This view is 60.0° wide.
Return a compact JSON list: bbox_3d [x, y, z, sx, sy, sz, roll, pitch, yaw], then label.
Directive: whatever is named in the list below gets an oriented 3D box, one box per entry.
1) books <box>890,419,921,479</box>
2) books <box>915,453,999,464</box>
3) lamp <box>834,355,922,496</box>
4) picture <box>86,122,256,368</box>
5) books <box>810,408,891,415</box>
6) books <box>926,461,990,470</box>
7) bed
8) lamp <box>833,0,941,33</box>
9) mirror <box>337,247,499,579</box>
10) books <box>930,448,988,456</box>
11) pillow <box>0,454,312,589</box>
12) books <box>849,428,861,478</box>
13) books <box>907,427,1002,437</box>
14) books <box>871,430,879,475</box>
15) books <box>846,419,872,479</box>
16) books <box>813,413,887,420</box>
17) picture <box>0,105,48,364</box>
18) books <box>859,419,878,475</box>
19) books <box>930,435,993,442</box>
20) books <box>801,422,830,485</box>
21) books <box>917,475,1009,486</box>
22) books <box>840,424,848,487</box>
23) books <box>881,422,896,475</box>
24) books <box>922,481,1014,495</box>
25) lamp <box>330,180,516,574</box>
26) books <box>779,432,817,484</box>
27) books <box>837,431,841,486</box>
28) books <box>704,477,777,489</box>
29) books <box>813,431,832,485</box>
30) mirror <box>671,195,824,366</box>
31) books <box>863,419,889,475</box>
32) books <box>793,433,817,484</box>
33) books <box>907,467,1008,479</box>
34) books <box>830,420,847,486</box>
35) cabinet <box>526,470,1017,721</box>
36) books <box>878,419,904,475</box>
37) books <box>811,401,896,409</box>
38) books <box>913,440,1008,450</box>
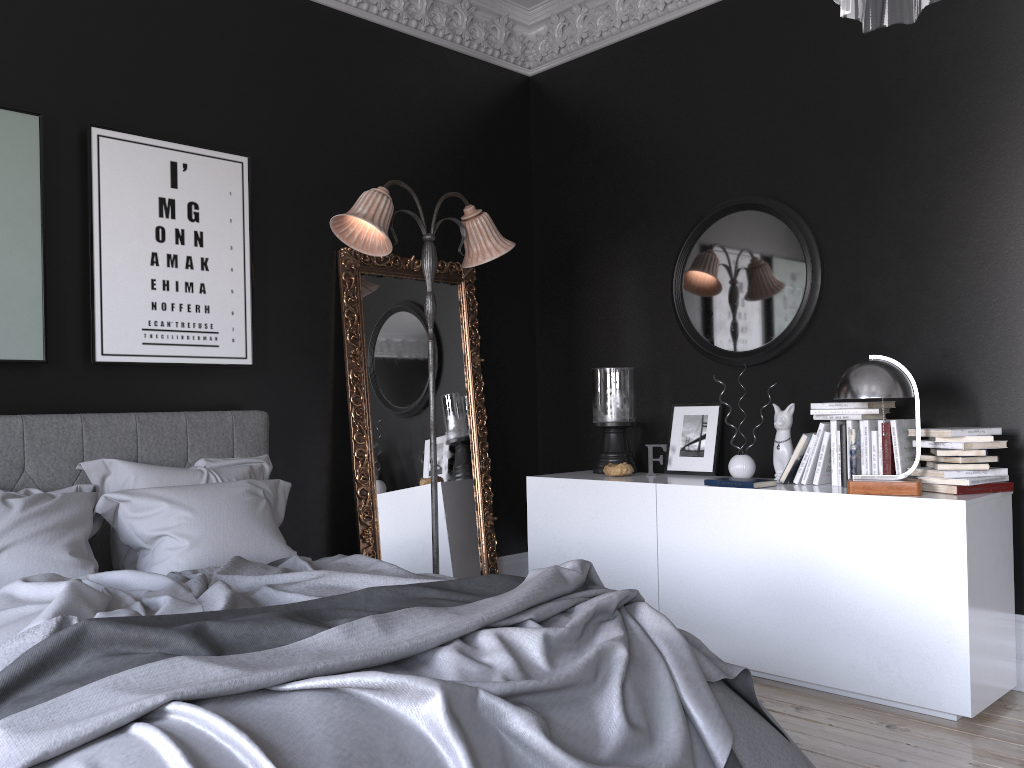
[{"bbox_3d":[1.778,0.314,3.994,0.220,0.308,0.050,0,-1,-44],"label":"books"},{"bbox_3d":[1.923,0.320,3.846,0.193,0.030,0.289,-1,-2,-13],"label":"books"},{"bbox_3d":[1.559,0.170,3.790,0.340,0.590,0.328,-2,-1,26],"label":"lamp"},{"bbox_3d":[-1.598,-0.624,4.220,0.791,1.078,0.014,0,-1,-44],"label":"picture"},{"bbox_3d":[1.595,0.129,4.178,0.307,0.024,0.220,-2,-2,36],"label":"books"},{"bbox_3d":[1.923,0.349,3.836,0.203,0.029,0.268,-2,-2,16],"label":"books"},{"bbox_3d":[-0.889,0.723,2.698,3.284,1.298,2.765,-2,-2,34],"label":"bed"},{"bbox_3d":[0.538,-1.570,1.308,0.782,2.048,0.784,-1,-1,-1],"label":"lamp"},{"bbox_3d":[-0.503,0.336,5.143,0.991,2.191,0.254,-1,-1,-44],"label":"mirror"},{"bbox_3d":[1.924,0.289,3.831,0.193,0.030,0.289,-2,-2,20],"label":"books"},{"bbox_3d":[-1.627,0.578,3.537,1.830,0.759,0.680,0,-2,-44],"label":"pillow"},{"bbox_3d":[1.619,0.340,4.100,0.204,0.270,0.029,0,-1,-44],"label":"books"},{"bbox_3d":[1.908,0.206,3.825,0.306,0.030,0.220,-1,-2,-24],"label":"books"},{"bbox_3d":[1.705,0.341,4.071,0.195,0.258,0.026,0,-1,-44],"label":"books"},{"bbox_3d":[1.629,0.321,4.147,0.220,0.307,0.024,0,-1,-44],"label":"books"},{"bbox_3d":[1.592,0.154,4.184,0.195,0.026,0.259,0,-2,-34],"label":"books"},{"bbox_3d":[-2.293,-0.627,3.543,0.791,1.078,0.014,0,-1,-44],"label":"picture"},{"bbox_3d":[1.685,0.320,4.129,0.221,0.306,0.030,0,-1,-44],"label":"books"},{"bbox_3d":[1.942,0.233,3.848,0.220,0.024,0.307,-2,-2,21],"label":"books"},{"bbox_3d":[1.502,0.332,4.277,0.220,0.296,0.126,0,-1,-44],"label":"books"},{"bbox_3d":[1.932,0.406,3.801,0.319,0.025,0.228,0,-2,-34],"label":"books"},{"bbox_3d":[1.593,0.330,4.150,0.193,0.289,0.030,-1,-1,-45],"label":"books"},{"bbox_3d":[1.750,0.321,4.026,0.235,0.295,0.038,0,-1,-44],"label":"books"},{"bbox_3d":[1.931,0.438,3.791,0.295,0.038,0.235,-1,-2,-17],"label":"books"},{"bbox_3d":[-0.402,0.200,4.503,0.986,2.411,0.773,-1,-1,-11],"label":"lamp"},{"bbox_3d":[1.420,0.360,4.321,0.203,0.246,0.158,0,-1,-44],"label":"books"},{"bbox_3d":[1.592,0.347,4.188,0.195,0.258,0.026,0,-1,-44],"label":"books"},{"bbox_3d":[1.099,0.474,4.261,0.193,0.030,0.289,0,-2,-39],"label":"books"},{"bbox_3d":[1.527,0.351,4.254,0.195,0.256,0.091,0,-1,-44],"label":"books"},{"bbox_3d":[1.247,-0.558,4.827,0.061,0.924,0.924,-1,-1,-44],"label":"mirror"},{"bbox_3d":[1.684,0.318,4.090,0.220,0.307,0.024,0,-1,-44],"label":"books"},{"bbox_3d":[1.471,0.360,4.312,0.195,0.245,0.132,0,-1,-44],"label":"books"},{"bbox_3d":[1.919,0.379,3.827,0.318,0.031,0.229,-1,-2,-14],"label":"books"},{"bbox_3d":[1.587,0.325,4.230,0.221,0.306,0.030,0,-1,-44],"label":"books"},{"bbox_3d":[1.132,0.935,4.482,0.570,0.882,2.397,-1,-2,-44],"label":"cabinet"},{"bbox_3d":[1.743,0.317,4.069,0.221,0.306,0.030,0,-1,-44],"label":"books"},{"bbox_3d":[1.613,0.101,4.199,0.220,0.030,0.306,0,-2,-34],"label":"books"},{"bbox_3d":[1.930,0.259,3.831,0.220,0.030,0.306,-1,-2,-14],"label":"books"}]
